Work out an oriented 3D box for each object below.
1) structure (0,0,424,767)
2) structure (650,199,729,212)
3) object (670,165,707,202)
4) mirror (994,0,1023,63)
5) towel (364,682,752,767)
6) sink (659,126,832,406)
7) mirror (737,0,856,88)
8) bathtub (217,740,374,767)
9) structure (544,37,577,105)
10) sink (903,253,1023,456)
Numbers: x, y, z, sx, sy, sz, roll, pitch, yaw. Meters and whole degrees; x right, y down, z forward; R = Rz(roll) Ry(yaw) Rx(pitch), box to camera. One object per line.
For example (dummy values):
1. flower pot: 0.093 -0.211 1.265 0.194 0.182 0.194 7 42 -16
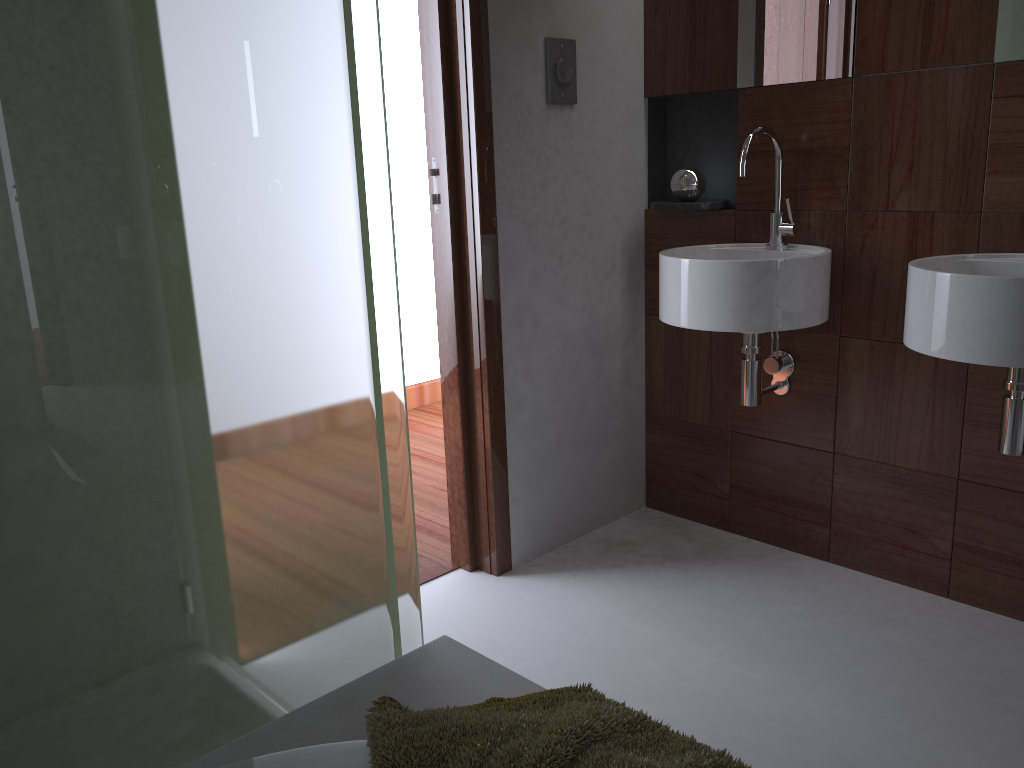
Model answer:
1. structure: -0.769 -0.155 1.044 1.015 2.079 0.765 -15 19 -42
2. structure: 0.509 -0.513 2.543 0.222 0.023 0.220 -1 14 6
3. object: 0.934 -0.477 2.078 0.104 0.104 1.350 -15 19 -42
4. mirror: 1.139 -0.978 1.726 0.010 0.635 0.316 -15 19 -42
5. towel: 0.213 0.616 0.843 0.890 0.452 0.349 9 18 40
6. sink: 0.580 -0.275 2.224 0.417 0.715 0.415 -15 19 -42
7. mirror: 0.698 -1.071 2.172 0.010 0.635 0.316 -15 19 -42
8. bathtub: 0.151 0.762 0.349 0.881 0.424 1.683 -15 19 -42
9. structure: 0.131 -0.818 2.320 0.109 0.164 0.028 -15 19 -42
10. sink: 1.019 -0.183 1.780 0.417 0.715 0.415 -15 19 -42
